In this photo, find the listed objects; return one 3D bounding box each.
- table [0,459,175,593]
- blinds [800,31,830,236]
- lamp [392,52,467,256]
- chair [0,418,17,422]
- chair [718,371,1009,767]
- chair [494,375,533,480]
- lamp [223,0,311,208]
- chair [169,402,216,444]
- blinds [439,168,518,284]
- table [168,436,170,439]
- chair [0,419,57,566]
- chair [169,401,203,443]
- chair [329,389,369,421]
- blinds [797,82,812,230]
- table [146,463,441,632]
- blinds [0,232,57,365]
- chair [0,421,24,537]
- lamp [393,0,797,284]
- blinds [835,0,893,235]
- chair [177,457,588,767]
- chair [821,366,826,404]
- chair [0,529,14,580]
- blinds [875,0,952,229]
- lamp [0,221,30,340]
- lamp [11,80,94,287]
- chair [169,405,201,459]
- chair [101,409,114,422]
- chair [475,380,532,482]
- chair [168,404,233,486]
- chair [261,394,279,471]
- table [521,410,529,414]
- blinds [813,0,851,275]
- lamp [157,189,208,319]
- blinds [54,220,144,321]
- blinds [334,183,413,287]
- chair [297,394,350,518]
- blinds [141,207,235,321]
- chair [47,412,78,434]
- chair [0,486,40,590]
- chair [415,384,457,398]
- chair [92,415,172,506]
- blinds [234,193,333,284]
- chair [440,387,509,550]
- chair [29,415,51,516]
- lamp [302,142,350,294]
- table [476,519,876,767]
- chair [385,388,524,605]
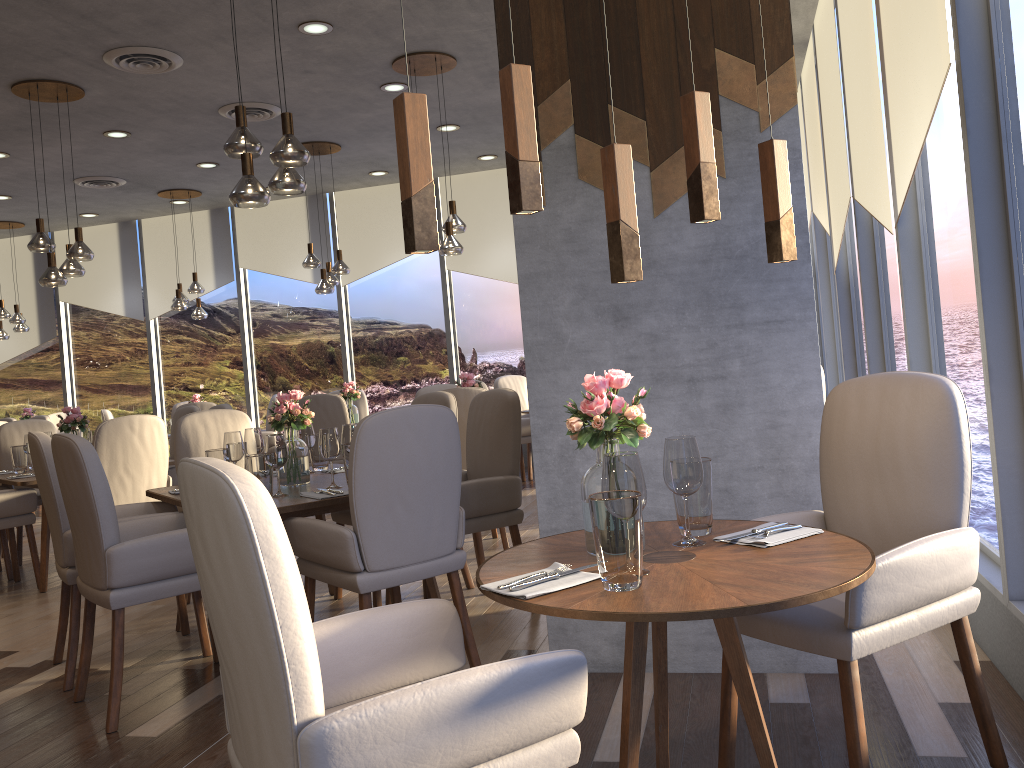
[{"bbox_3d":[-2.886,0.888,5.896,0.966,0.666,1.305,-5,1,-42],"label":"table"},{"bbox_3d":[2.317,-2.421,6.955,0.007,2.681,1.174,-5,0,14],"label":"blinds"},{"bbox_3d":[-0.540,-1.519,6.020,0.439,1.326,0.439,-5,0,22],"label":"lamp"},{"bbox_3d":[-5.117,0.850,8.571,0.527,1.000,0.600,-5,0,28],"label":"chair"},{"bbox_3d":[0.855,0.487,2.262,0.600,1.000,0.527,-5,0,-33],"label":"chair"},{"bbox_3d":[0.158,0.402,8.739,0.529,1.000,0.599,-5,0,-32],"label":"chair"},{"bbox_3d":[-1.103,-1.424,3.867,0.439,1.326,0.439,-5,0,-1],"label":"lamp"},{"bbox_3d":[-3.080,0.675,8.730,0.529,1.000,0.599,-5,0,-23],"label":"chair"},{"bbox_3d":[-0.230,-2.267,9.524,1.172,2.682,0.007,-5,-1,14],"label":"blinds"},{"bbox_3d":[-3.264,0.846,9.304,0.833,0.662,0.834,-5,1,13],"label":"table"},{"bbox_3d":[-3.479,0.758,6.502,0.529,1.000,0.599,-5,0,-40],"label":"chair"},{"bbox_3d":[-3.507,0.687,9.809,0.529,1.000,0.599,-5,0,-23],"label":"chair"},{"bbox_3d":[-1.590,0.554,8.521,0.528,1.000,0.599,-5,0,-5],"label":"chair"},{"bbox_3d":[2.624,-2.474,8.166,0.007,2.681,1.174,-5,0,14],"label":"blinds"},{"bbox_3d":[-0.928,0.768,3.867,0.966,0.666,1.305,-5,1,-35],"label":"table"},{"bbox_3d":[-6.247,-1.508,11.058,1.172,2.682,0.007,-5,-1,14],"label":"blinds"},{"bbox_3d":[-4.499,0.824,7.427,0.599,1.000,0.529,-5,0,28],"label":"chair"},{"bbox_3d":[0.173,-1.187,1.957,1.162,1.932,0.118,-5,-1,-31],"label":"lamp"},{"bbox_3d":[1.728,-2.025,4.532,0.007,2.681,1.174,-5,0,14],"label":"blinds"},{"bbox_3d":[-0.234,0.594,1.584,0.600,1.000,0.527,-5,0,-33],"label":"chair"},{"bbox_3d":[1.374,0.387,4.776,0.529,1.000,0.599,-5,0,-28],"label":"chair"},{"bbox_3d":[-3.597,0.787,5.663,0.600,1.000,0.527,-5,0,-39],"label":"chair"},{"bbox_3d":[1.420,-1.990,3.323,0.007,2.681,1.174,-5,0,14],"label":"blinds"},{"bbox_3d":[-5.787,-1.169,10.167,0.439,1.326,0.439,-5,0,14],"label":"lamp"},{"bbox_3d":[-3.050,-1.305,5.933,0.439,1.326,0.439,-5,0,19],"label":"lamp"},{"bbox_3d":[-2.604,0.683,6.555,0.600,1.000,0.527,-5,0,-45],"label":"chair"},{"bbox_3d":[-3.856,0.732,9.110,0.600,1.000,0.528,-5,0,-20],"label":"chair"},{"bbox_3d":[-0.078,0.438,7.993,0.600,1.000,0.527,-5,0,-29],"label":"chair"},{"bbox_3d":[-2.230,0.661,6.133,0.600,1.000,0.527,-5,0,-40],"label":"chair"},{"bbox_3d":[-2.757,0.631,9.473,0.600,1.000,0.528,-5,0,-19],"label":"chair"},{"bbox_3d":[0.528,0.550,8.223,0.834,0.662,0.834,-5,1,1],"label":"table"},{"bbox_3d":[2.034,-2.085,5.741,0.007,2.681,1.174,-5,0,14],"label":"blinds"},{"bbox_3d":[-3.447,-1.348,9.339,0.439,1.326,0.439,-5,0,7],"label":"lamp"},{"bbox_3d":[-5.077,-2.038,10.755,1.172,2.682,0.007,-5,-1,14],"label":"blinds"},{"bbox_3d":[-1.460,-2.468,9.834,1.172,2.682,0.007,-5,-1,14],"label":"blinds"},{"bbox_3d":[-1.521,0.574,7.362,0.528,1.000,0.599,-5,0,-4],"label":"chair"},{"bbox_3d":[-3.873,-2.132,10.449,1.172,2.682,0.007,-5,-1,14],"label":"blinds"},{"bbox_3d":[-5.152,0.825,9.864,0.599,1.000,0.529,-5,0,28],"label":"chair"},{"bbox_3d":[-3.204,0.763,5.252,0.527,1.000,0.600,-5,0,43],"label":"chair"},{"bbox_3d":[-0.470,0.503,6.550,0.528,1.000,0.599,-5,0,-9],"label":"chair"},{"bbox_3d":[-2.339,0.689,5.288,0.529,1.000,0.599,-5,0,-45],"label":"chair"},{"bbox_3d":[-2.680,-2.372,10.144,1.172,2.682,0.007,-5,-1,14],"label":"blinds"},{"bbox_3d":[-0.312,0.516,5.400,0.528,1.000,0.599,-5,0,-9],"label":"chair"},{"bbox_3d":[-4.636,0.816,8.277,0.527,1.000,0.600,-5,0,34],"label":"chair"},{"bbox_3d":[-1.706,-1.464,7.975,0.439,1.326,0.439,-5,0,17],"label":"lamp"},{"bbox_3d":[0.365,0.704,1.914,0.833,0.662,0.834,-5,1,5],"label":"table"},{"bbox_3d":[-0.252,0.541,4.017,0.600,1.000,0.527,-5,0,-32],"label":"chair"}]
